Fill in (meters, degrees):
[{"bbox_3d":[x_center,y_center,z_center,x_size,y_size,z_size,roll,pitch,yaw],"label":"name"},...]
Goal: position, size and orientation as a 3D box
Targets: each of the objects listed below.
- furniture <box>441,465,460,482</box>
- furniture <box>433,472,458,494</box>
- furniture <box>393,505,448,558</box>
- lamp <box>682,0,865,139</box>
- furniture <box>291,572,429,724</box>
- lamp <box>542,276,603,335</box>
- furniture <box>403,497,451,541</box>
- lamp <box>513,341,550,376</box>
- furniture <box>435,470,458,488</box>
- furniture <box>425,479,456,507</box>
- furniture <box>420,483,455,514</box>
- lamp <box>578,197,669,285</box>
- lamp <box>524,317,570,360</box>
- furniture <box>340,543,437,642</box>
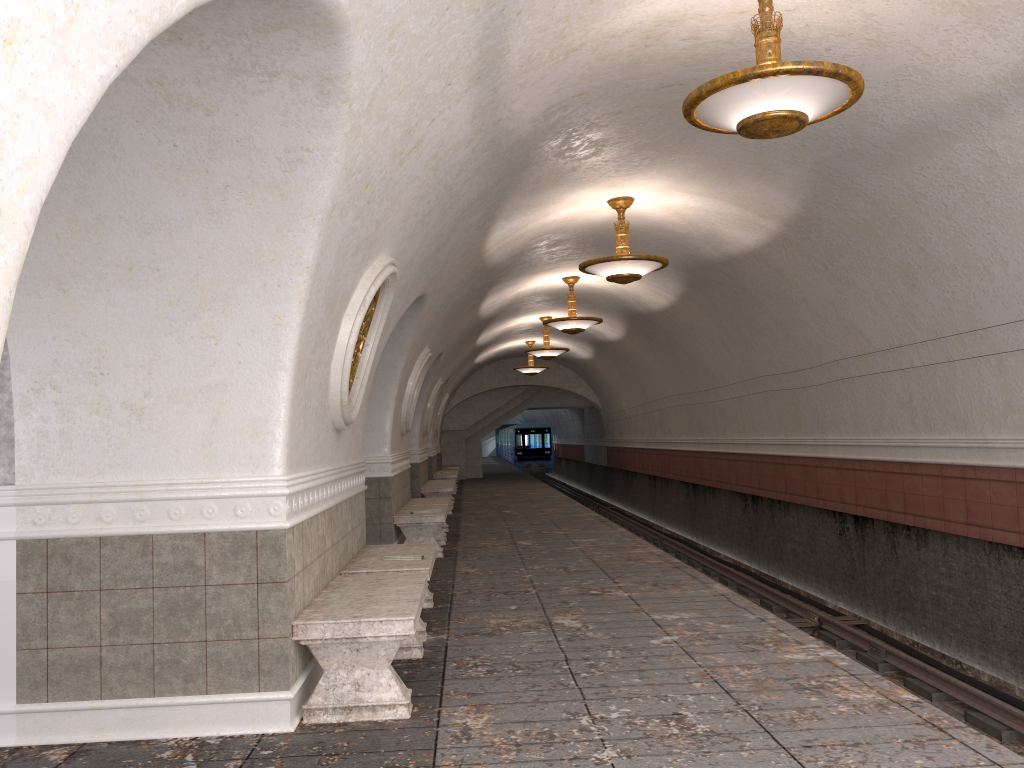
[{"bbox_3d":[-2.030,2.972,29.351,0.613,0.508,1.509,-2,-3,-3],"label":"furniture"},{"bbox_3d":[-1.716,2.582,23.069,0.613,0.508,1.509,-2,-3,-3],"label":"furniture"},{"bbox_3d":[-1.118,1.840,11.123,0.613,0.508,1.509,-2,-3,-3],"label":"furniture"},{"bbox_3d":[1.485,-1.894,5.136,1.008,0.955,1.008,-1,-4,-19],"label":"lamp"},{"bbox_3d":[-0.818,1.468,5.133,0.613,0.508,1.509,-2,-3,-3],"label":"furniture"},{"bbox_3d":[1.002,-1.294,14.798,1.008,0.955,1.008,-3,-4,13],"label":"lamp"},{"bbox_3d":[-1.202,1.945,12.799,0.613,0.508,1.509,-2,-3,-3],"label":"furniture"},{"bbox_3d":[0.520,-0.696,24.425,1.008,0.955,1.008,-5,-5,43],"label":"lamp"},{"bbox_3d":[-1.799,2.686,24.745,0.613,0.508,1.509,-2,-3,-3],"label":"furniture"},{"bbox_3d":[-1.502,2.317,18.801,0.613,0.508,1.509,-2,-3,-3],"label":"furniture"},{"bbox_3d":[-1.418,2.213,17.125,0.613,0.508,1.509,-2,-3,-3],"label":"furniture"},{"bbox_3d":[1.243,-1.593,9.983,1.008,0.955,1.008,-1,-4,-19],"label":"lamp"},{"bbox_3d":[0.761,-0.995,19.610,1.008,0.955,1.008,-3,-4,13],"label":"lamp"},{"bbox_3d":[-0.902,1.573,6.809,0.613,0.508,1.509,-2,-3,-3],"label":"furniture"}]
